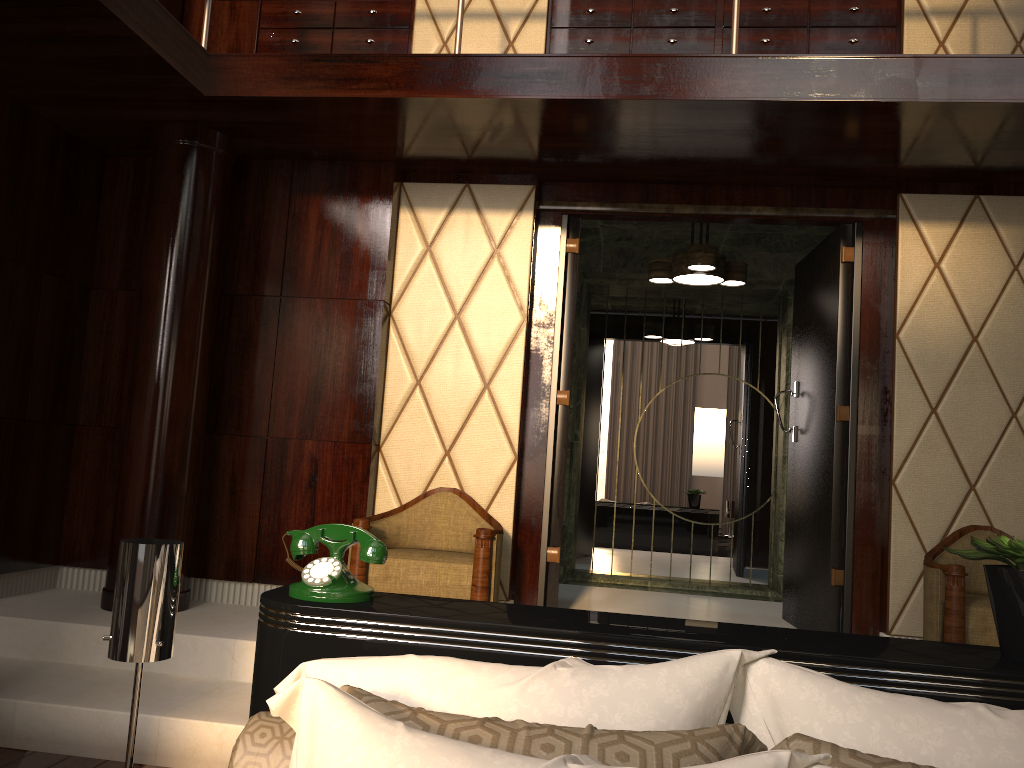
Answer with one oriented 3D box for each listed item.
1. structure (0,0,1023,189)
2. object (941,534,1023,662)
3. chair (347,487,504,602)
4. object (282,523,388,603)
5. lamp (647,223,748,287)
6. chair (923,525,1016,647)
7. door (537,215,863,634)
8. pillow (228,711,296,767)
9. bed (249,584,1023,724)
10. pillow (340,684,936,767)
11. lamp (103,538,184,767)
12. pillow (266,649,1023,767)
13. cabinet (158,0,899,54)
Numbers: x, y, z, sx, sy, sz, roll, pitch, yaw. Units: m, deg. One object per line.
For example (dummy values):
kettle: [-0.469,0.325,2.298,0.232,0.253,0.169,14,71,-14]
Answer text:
structure: [0.573,-0.462,1.948,6.107,3.189,3.750,3,-6,8]
object: [0.864,0.349,1.460,0.256,0.205,0.241,5,-6,-10]
chair: [-0.312,0.676,3.416,0.571,0.550,0.462,3,-6,8]
object: [-0.326,0.321,1.627,0.158,0.131,0.178,7,-7,-29]
lamp: [0.928,-0.706,4.613,0.467,0.347,0.515,-1,-7,38]
chair: [1.737,0.787,3.127,0.571,0.550,0.462,3,-6,8]
door: [0.784,0.204,4.175,1.435,1.820,0.828,3,-6,7]
pillow: [0.278,0.612,1.245,1.396,0.167,0.173,3,-6,8]
bed: [0.162,0.633,0.422,1.985,0.660,2.381,3,-6,8]
pillow: [0.271,0.524,0.910,1.123,0.271,0.293,3,-6,9]
lamp: [-0.586,0.442,1.397,0.106,0.385,0.109,2,-6,15]
pillow: [0.251,0.500,0.941,1.322,0.320,0.685,3,-6,10]
cabinet: [0.871,-2.232,3.383,6.767,2.432,2.576,3,-6,8]
